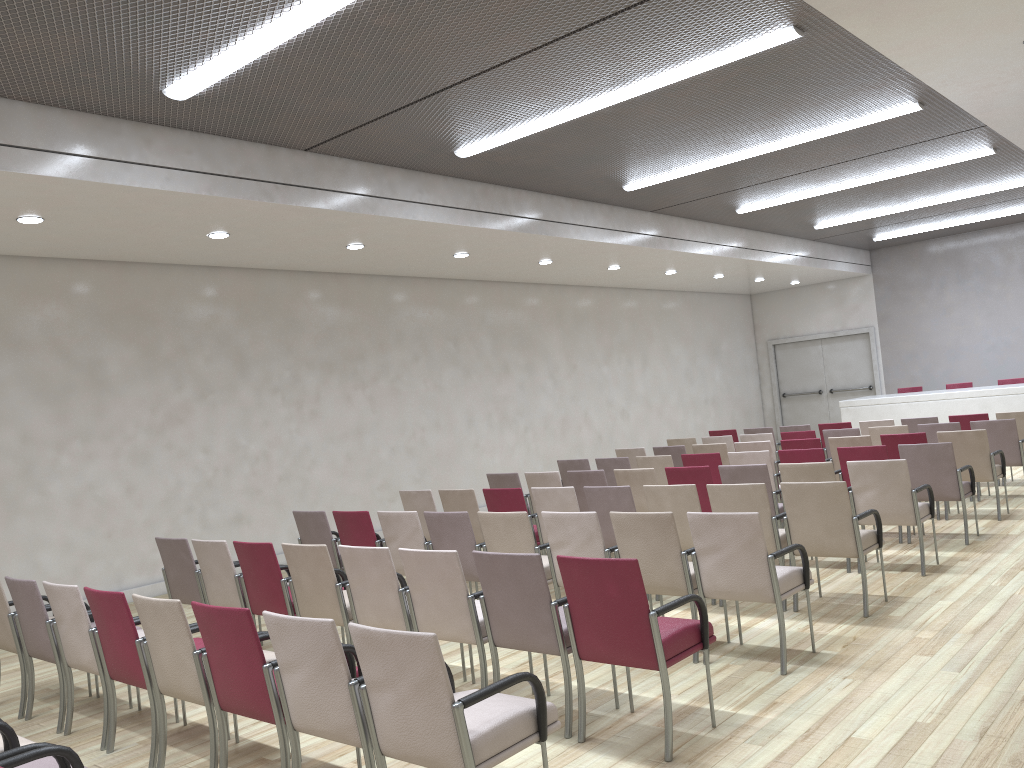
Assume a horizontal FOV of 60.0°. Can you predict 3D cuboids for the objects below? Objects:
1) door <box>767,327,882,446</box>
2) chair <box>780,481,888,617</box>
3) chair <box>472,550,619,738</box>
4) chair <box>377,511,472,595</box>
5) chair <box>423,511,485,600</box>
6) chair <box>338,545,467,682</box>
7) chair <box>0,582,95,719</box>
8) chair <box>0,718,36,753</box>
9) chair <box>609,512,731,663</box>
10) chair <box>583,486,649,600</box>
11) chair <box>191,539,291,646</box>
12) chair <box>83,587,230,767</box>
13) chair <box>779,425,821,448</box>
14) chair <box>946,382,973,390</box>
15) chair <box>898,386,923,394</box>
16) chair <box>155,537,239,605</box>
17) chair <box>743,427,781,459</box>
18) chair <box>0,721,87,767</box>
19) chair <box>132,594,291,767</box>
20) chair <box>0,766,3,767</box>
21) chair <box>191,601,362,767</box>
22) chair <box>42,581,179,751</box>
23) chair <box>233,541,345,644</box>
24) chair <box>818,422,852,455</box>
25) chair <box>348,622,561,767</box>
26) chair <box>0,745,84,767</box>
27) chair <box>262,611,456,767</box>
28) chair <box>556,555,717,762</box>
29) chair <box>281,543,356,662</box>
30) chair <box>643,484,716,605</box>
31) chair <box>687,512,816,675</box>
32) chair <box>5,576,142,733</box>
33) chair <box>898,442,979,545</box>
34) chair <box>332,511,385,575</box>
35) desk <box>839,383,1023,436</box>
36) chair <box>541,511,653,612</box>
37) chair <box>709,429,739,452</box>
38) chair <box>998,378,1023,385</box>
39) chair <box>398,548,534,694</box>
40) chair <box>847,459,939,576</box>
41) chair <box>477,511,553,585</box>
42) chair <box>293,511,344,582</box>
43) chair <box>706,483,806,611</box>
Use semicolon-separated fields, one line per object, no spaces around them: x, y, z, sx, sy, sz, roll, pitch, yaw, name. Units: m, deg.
6.879;0.100;19.432;2.373;2.400;0.200;-7;-1;41;door
2.217;1.073;6.073;0.513;0.890;0.640;-7;-1;41;chair
0.201;1.253;4.569;0.513;0.890;0.640;-7;-2;42;chair
-0.641;1.389;6.933;0.513;0.890;0.640;-7;-1;41;chair
-0.246;1.340;6.565;0.513;0.890;0.640;-7;-1;41;chair
-0.618;1.353;5.282;0.513;0.890;0.640;-7;-1;41;chair
-3.079;1.620;5.785;0.513;0.890;0.640;-7;-2;42;chair
-2.238;1.484;3.427;0.513;0.890;0.640;-7;-1;40;chair
1.001;1.189;5.498;0.513;0.890;0.640;-7;-1;41;chair
0.973;1.225;7.140;0.513;0.890;0.640;-7;-1;41;chair
-1.868;1.505;6.351;0.513;0.890;0.640;-7;-1;41;chair
-1.839;1.469;4.708;0.513;0.890;0.640;-7;-2;42;chair
4.159;1.002;12.523;0.513;0.890;0.640;-7;-2;42;chair
8.002;0.443;15.922;0.513;0.890;0.640;-7;-1;40;chair
7.357;0.521;16.484;0.513;0.890;0.640;-7;-1;40;chair
-2.276;1.555;6.725;0.513;0.890;0.640;-7;-1;40;chair
3.744;1.053;12.869;0.513;0.890;0.640;-7;-1;41;chair
-1.824;1.433;3.053;0.513;0.890;0.640;-7;-2;42;chair
-1.429;1.419;4.345;0.513;0.890;0.640;-7;-1;41;chair
-0.997;1.333;2.344;0.513;0.890;0.640;-7;-1;41;chair
-1.018;1.368;3.995;0.513;0.890;0.640;-7;-1;40;chair
-2.246;1.519;5.073;0.513;0.890;0.640;-7;-1;41;chair
-1.462;1.455;5.993;0.513;0.890;0.640;-7;-1;41;chair
4.572;0.952;12.153;0.513;0.890;0.640;-7;-1;40;chair
-0.189;1.267;3.269;0.513;0.890;0.640;-7;-1;40;chair
-1.398;1.382;2.700;0.513;0.890;0.640;-7;-1;40;chair
-0.600;1.317;3.632;0.513;0.890;0.640;-7;-1;40;chair
0.610;1.203;4.190;0.513;0.890;0.640;-7;-1;41;chair
-1.046;1.405;5.640;0.513;0.890;0.640;-7;-1;40;chair
1.394;1.174;6.789;0.513;0.890;0.640;-7;-1;40;chair
1.404;1.139;5.141;0.513;0.890;0.640;-7;-2;42;chair
-2.665;1.570;5.432;0.513;0.890;0.640;-7;-1;41;chair
3.819;0.944;7.924;0.513;0.890;0.640;-7;-1;40;chair
-1.061;1.440;7.293;0.513;0.890;0.640;-7;-1;40;chair
7.596;0.614;14.822;3.652;1.042;1.456;-7;-2;41;desk
0.595;1.238;5.851;0.513;0.890;0.640;-7;-2;42;chair
3.321;1.104;13.235;0.513;0.890;0.640;-7;-1;41;chair
8.647;0.364;15.361;0.513;0.890;0.640;-7;-1;40;chair
-0.219;1.304;4.921;0.513;0.890;0.640;-7;-1;41;chair
3.014;1.009;6.996;0.513;0.890;0.640;-7;-1;40;chair
0.162;1.291;6.215;0.513;0.890;0.640;-7;-1;41;chair
-1.474;1.490;7.650;0.513;0.890;0.640;-7;-1;41;chair
1.793;1.125;6.421;0.513;0.890;0.640;-7;-1;40;chair
